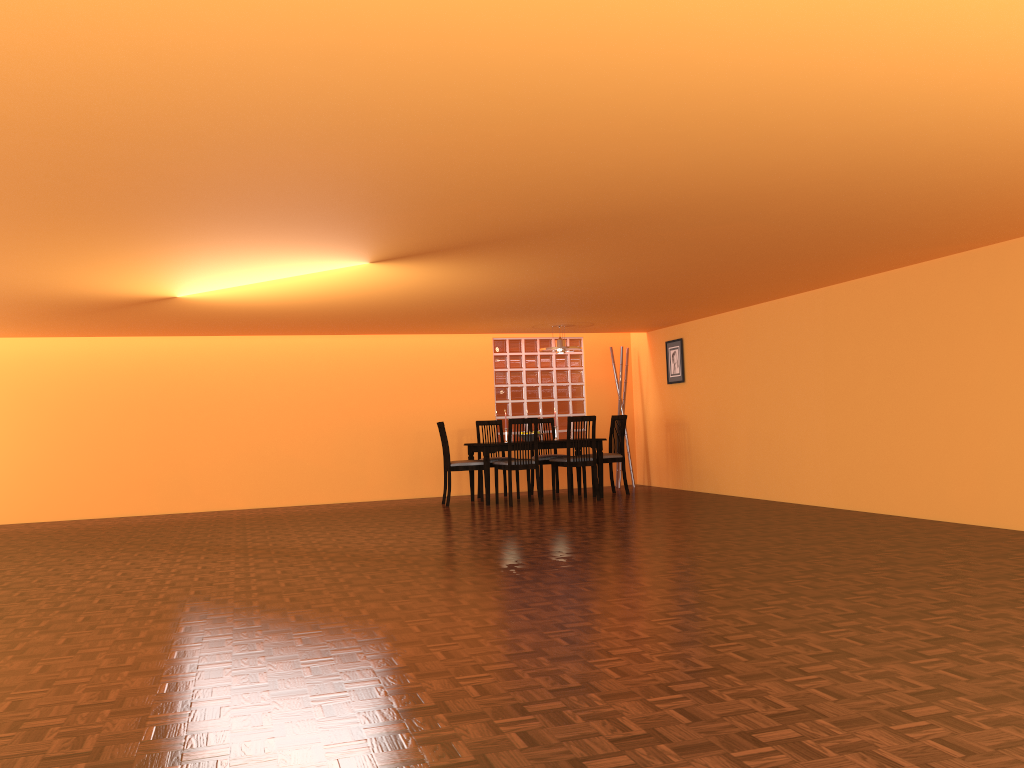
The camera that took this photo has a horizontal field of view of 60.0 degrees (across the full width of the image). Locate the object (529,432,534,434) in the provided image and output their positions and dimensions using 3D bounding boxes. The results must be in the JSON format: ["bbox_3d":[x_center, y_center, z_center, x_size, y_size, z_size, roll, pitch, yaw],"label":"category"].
[{"bbox_3d":[0.208,0.502,8.703,0.066,0.070,0.055,0,-3,-36],"label":"object"}]

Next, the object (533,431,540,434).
[{"bbox_3d":[0.240,0.491,8.776,0.069,0.066,0.069,-2,-3,-7],"label":"object"}]

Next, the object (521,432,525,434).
[{"bbox_3d":[0.102,0.493,8.687,0.055,0.046,0.046,0,-3,-34],"label":"object"}]

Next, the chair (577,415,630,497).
[{"bbox_3d":[0.925,0.724,8.978,0.465,0.809,0.373,-1,-3,-22],"label":"chair"}]

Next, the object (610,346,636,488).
[{"bbox_3d":[1.242,0.369,9.932,0.226,1.589,0.308,-3,-3,5],"label":"object"}]

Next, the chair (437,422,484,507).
[{"bbox_3d":[-0.475,0.760,8.554,0.465,0.809,0.373,-2,-3,-12],"label":"chair"}]

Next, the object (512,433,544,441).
[{"bbox_3d":[0.173,0.528,8.751,0.337,0.072,0.337,-4,-3,39],"label":"object"}]

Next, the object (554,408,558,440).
[{"bbox_3d":[0.435,0.394,8.842,0.044,0.326,0.044,-1,-3,-28],"label":"object"}]

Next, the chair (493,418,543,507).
[{"bbox_3d":[0.059,0.728,8.320,0.373,0.809,0.465,-1,-3,-17],"label":"chair"}]

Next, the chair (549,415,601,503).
[{"bbox_3d":[0.609,0.714,8.491,0.373,0.809,0.465,-1,-3,-17],"label":"chair"}]

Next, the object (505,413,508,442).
[{"bbox_3d":[-0.058,0.403,8.601,0.044,0.326,0.044,-1,-3,-28],"label":"object"}]

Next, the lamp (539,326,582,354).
[{"bbox_3d":[0.483,-0.445,8.890,0.435,0.274,0.435,-3,-3,5],"label":"lamp"}]

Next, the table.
[{"bbox_3d":[0.229,0.853,8.735,1.259,0.584,0.697,-1,-3,-17],"label":"table"}]

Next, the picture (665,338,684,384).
[{"bbox_3d":[1.698,-0.233,9.256,0.014,0.456,0.361,-1,-3,-17],"label":"picture"}]

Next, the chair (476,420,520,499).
[{"bbox_3d":[-0.165,0.771,9.052,0.373,0.809,0.465,-1,-3,-17],"label":"chair"}]

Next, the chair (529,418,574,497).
[{"bbox_3d":[0.386,0.757,9.222,0.373,0.809,0.465,-1,-3,-17],"label":"chair"}]
